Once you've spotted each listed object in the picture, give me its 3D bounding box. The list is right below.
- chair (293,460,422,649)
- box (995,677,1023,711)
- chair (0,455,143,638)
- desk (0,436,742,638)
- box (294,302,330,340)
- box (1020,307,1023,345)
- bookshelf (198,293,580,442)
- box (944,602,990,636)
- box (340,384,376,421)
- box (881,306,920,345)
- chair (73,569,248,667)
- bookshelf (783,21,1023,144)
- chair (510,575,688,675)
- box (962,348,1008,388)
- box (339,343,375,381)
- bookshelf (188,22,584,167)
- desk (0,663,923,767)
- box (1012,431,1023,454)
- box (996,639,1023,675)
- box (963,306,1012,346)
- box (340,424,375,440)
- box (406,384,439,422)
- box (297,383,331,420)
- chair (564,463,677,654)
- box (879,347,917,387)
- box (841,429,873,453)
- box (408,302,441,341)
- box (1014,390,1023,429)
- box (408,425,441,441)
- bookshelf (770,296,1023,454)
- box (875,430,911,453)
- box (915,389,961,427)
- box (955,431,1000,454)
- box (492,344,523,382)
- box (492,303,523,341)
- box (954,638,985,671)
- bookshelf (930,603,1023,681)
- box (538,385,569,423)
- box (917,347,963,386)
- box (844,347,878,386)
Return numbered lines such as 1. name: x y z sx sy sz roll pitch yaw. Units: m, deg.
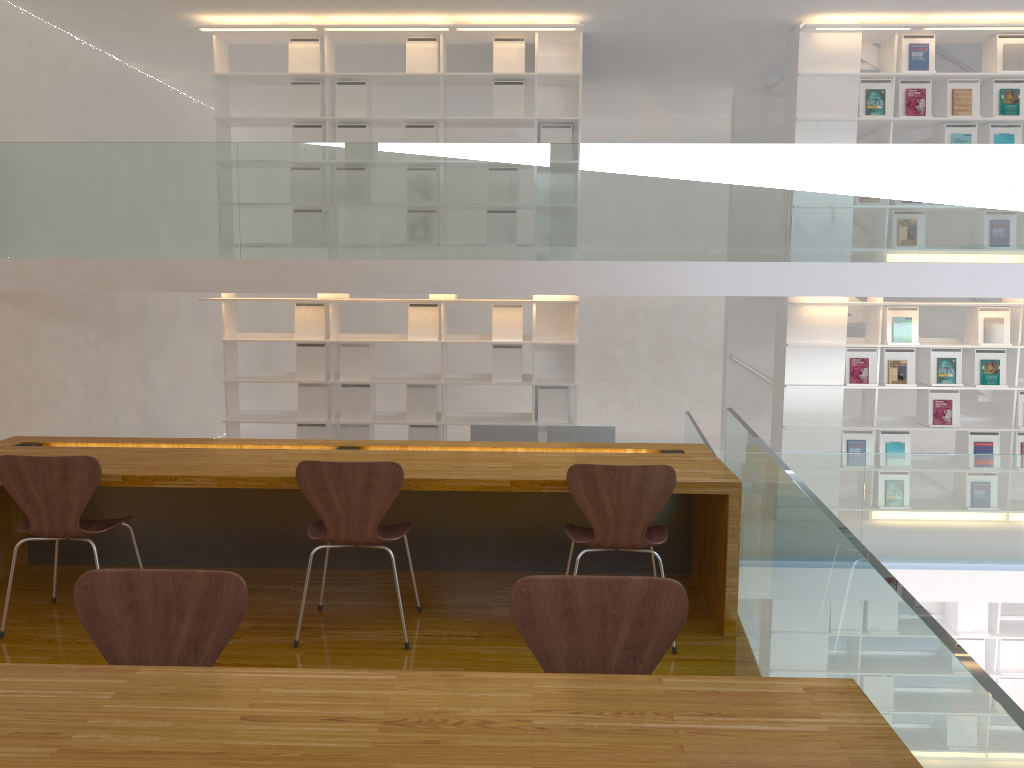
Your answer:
1. chair: -0.580 0.597 3.379 0.428 0.693 0.381 1 7 2
2. box: 4.134 2.542 7.402 0.245 0.296 0.274 1 7 2
3. chair: -1.697 0.583 3.447 0.428 0.693 0.381 1 7 2
4. desk: -0.698 0.726 4.013 3.236 0.918 1.285 1 7 2
5. box: -1.632 -0.520 7.261 0.245 0.296 0.274 1 7 2
6. box: 4.161 -0.460 7.041 0.245 0.296 0.274 1 7 2
7. bookshelf: -0.964 0.161 7.255 2.984 1.836 0.498 1 7 2
8. box: 3.768 1.886 7.334 0.245 0.296 0.274 1 7 2
9. box: -1.274 0.135 7.330 0.245 0.296 0.274 1 7 2
10. box: 3.079 -0.470 7.071 0.245 0.296 0.274 1 7 2
11. chair: -0.788 0.780 1.846 0.428 0.693 0.381 1 7 2
12. bookshelf: 4.013 -1.839 6.877 3.666 1.836 0.498 1 7 2
13. chair: 0.183 0.789 1.819 0.428 0.693 0.381 1 7 2
14. box: 3.780 -0.136 7.091 0.245 0.296 0.274 1 7 2
15. box: -1.272 -0.190 7.291 0.245 0.296 0.274 1 7 2
16. bookshelf: -0.952 -1.885 7.009 2.984 1.836 0.498 1 7 2
17. desk: -0.961 0.885 1.372 3.185 0.606 0.760 1 7 2
18. box: 4.146 0.520 7.159 0.245 0.296 0.274 1 7 2
19. box: 4.130 2.216 7.363 0.245 0.296 0.274 1 7 2
20. box: 3.788 -0.463 7.052 0.245 0.296 0.274 1 7 2
21. box: -1.290 0.462 7.369 0.245 0.296 0.274 1 7 2
22. box: -0.737 0.140 7.315 0.245 0.296 0.274 1 7 2
23. box: -1.626 0.132 7.339 0.245 0.296 0.274 1 7 2
24. chair: 0.391 0.606 3.352 0.428 0.693 0.381 1 7 2
25. box: 3.077 -0.144 7.122 0.245 0.296 0.274 1 7 2
26. box: 2.773 0.507 7.197 0.245 0.296 0.274 1 7 2
27. box: -0.711 -0.513 7.234 0.245 0.296 0.274 1 7 2
28. box: 4.142 0.193 7.120 0.245 0.296 0.274 1 7 2
29. box: -0.725 0.467 7.354 0.245 0.296 0.274 1 7 2
30. bookshelf: 4.002 0.201 7.173 3.666 1.836 0.397 1 7 2
31. box: 3.068 0.510 7.189 0.245 0.296 0.274 1 7 2
32. box: 3.438 0.180 7.139 0.245 0.296 0.274 1 7 2
33. box: 3.771 0.516 7.170 0.245 0.296 0.274 1 7 2
34. box: -0.036 -0.180 7.257 0.245 0.296 0.274 1 7 2
35. box: -0.033 -0.505 7.218 0.245 0.296 0.274 1 7 2
36. box: 3.761 2.212 7.373 0.245 0.296 0.274 1 7 2
37. bookshelf: 3.989 2.229 7.366 3.666 1.836 0.498 1 7 2
38. box: 0.337 0.150 7.286 0.245 0.296 0.274 1 7 2
39. box: 3.434 -0.147 7.100 0.245 0.296 0.274 1 7 2
40. box: 2.773 -0.147 7.118 0.245 0.296 0.274 1 7 2
